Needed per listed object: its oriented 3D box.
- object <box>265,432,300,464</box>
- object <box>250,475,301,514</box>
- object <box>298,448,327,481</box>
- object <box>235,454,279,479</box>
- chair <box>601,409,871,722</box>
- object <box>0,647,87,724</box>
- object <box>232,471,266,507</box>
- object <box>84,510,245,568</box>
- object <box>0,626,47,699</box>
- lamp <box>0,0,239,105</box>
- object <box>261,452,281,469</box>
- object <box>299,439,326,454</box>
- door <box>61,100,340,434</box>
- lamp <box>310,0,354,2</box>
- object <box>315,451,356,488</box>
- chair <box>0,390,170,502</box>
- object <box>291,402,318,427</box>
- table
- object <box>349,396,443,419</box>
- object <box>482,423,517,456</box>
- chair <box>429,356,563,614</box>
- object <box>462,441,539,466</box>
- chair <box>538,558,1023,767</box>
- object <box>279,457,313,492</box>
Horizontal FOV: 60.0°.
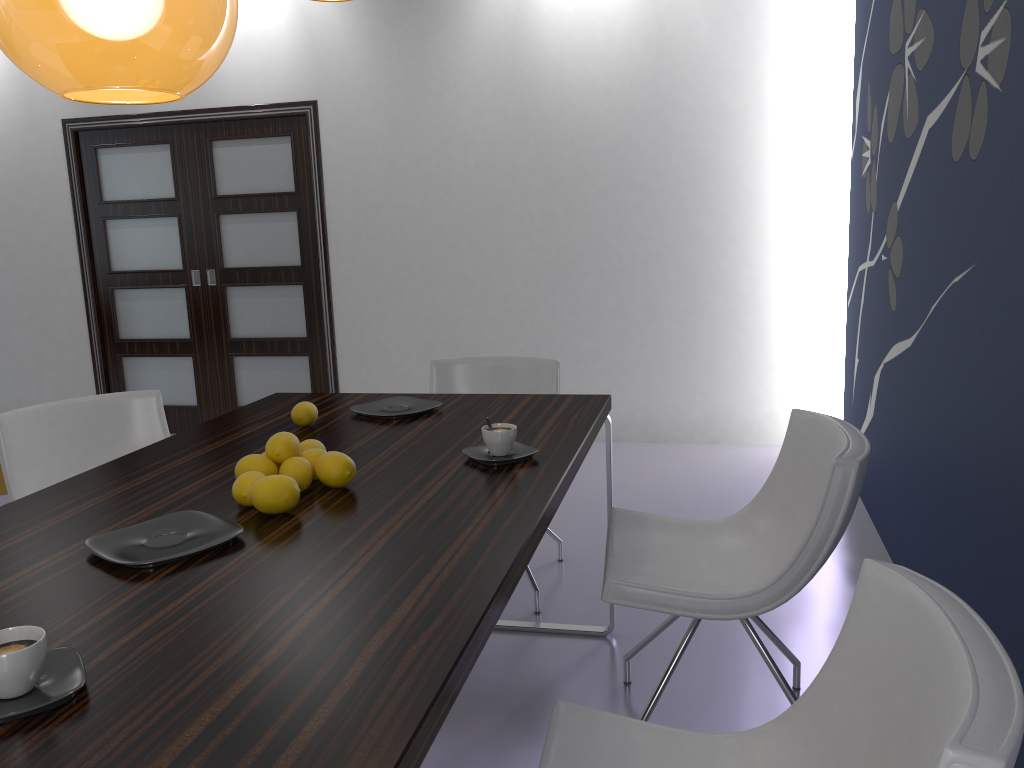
[{"bbox_3d":[-0.488,0.137,1.891,0.070,0.068,0.083,1,11,17],"label":"object"},{"bbox_3d":[-0.454,0.212,1.706,0.094,0.077,0.079,-5,11,-13],"label":"object"},{"bbox_3d":[-0.432,0.175,1.926,0.083,0.068,0.070,-6,11,-18],"label":"object"},{"bbox_3d":[-0.533,0.186,1.855,0.094,0.080,0.076,0,11,14],"label":"object"},{"bbox_3d":[0.540,0.504,2.214,0.620,0.805,0.508,-1,11,8],"label":"chair"},{"bbox_3d":[-0.599,0.368,1.068,0.154,0.020,0.154,-9,12,-30],"label":"object"},{"bbox_3d":[-0.517,0.209,1.763,0.070,0.068,0.083,1,11,17],"label":"object"},{"bbox_3d":[-0.613,0.275,1.570,0.232,0.020,0.232,7,14,41],"label":"object"},{"bbox_3d":[-0.606,0.339,1.055,0.081,0.064,0.101,6,13,38],"label":"object"},{"bbox_3d":[-0.624,-1.401,1.156,0.358,1.974,0.359,1,11,18],"label":"lamp"},{"bbox_3d":[-0.515,0.175,1.944,0.083,0.068,0.070,-6,11,-18],"label":"object"},{"bbox_3d":[-0.456,0.160,2.009,0.070,0.068,0.083,1,11,17],"label":"object"},{"bbox_3d":[-1.952,-0.694,5.743,1.764,2.061,0.220,0,11,13],"label":"door"},{"bbox_3d":[-0.452,-1.716,1.910,0.359,1.645,0.358,2,12,24],"label":"lamp"},{"bbox_3d":[-0.370,0.180,1.862,0.079,0.077,0.094,-9,13,-32],"label":"object"},{"bbox_3d":[-1.236,0.469,2.781,0.508,0.805,0.620,-12,14,-41],"label":"chair"},{"bbox_3d":[-0.571,0.083,2.447,0.070,0.068,0.083,1,11,17],"label":"object"},{"bbox_3d":[-0.455,0.606,1.942,1.127,0.783,2.046,0,11,13],"label":"table"},{"bbox_3d":[-0.340,0.071,2.606,0.232,0.020,0.232,7,14,41],"label":"object"},{"bbox_3d":[-0.036,0.130,2.053,0.101,0.064,0.081,6,13,37],"label":"object"},{"bbox_3d":[-0.099,0.335,3.255,0.508,0.805,0.620,0,11,13],"label":"chair"},{"bbox_3d":[-0.027,0.162,2.053,0.154,0.020,0.154,-9,12,-31],"label":"object"},{"bbox_3d":[0.310,0.699,1.218,0.620,0.805,0.508,0,11,13],"label":"chair"},{"bbox_3d":[-0.450,0.189,1.846,0.069,0.071,0.081,-4,11,-10],"label":"object"}]
